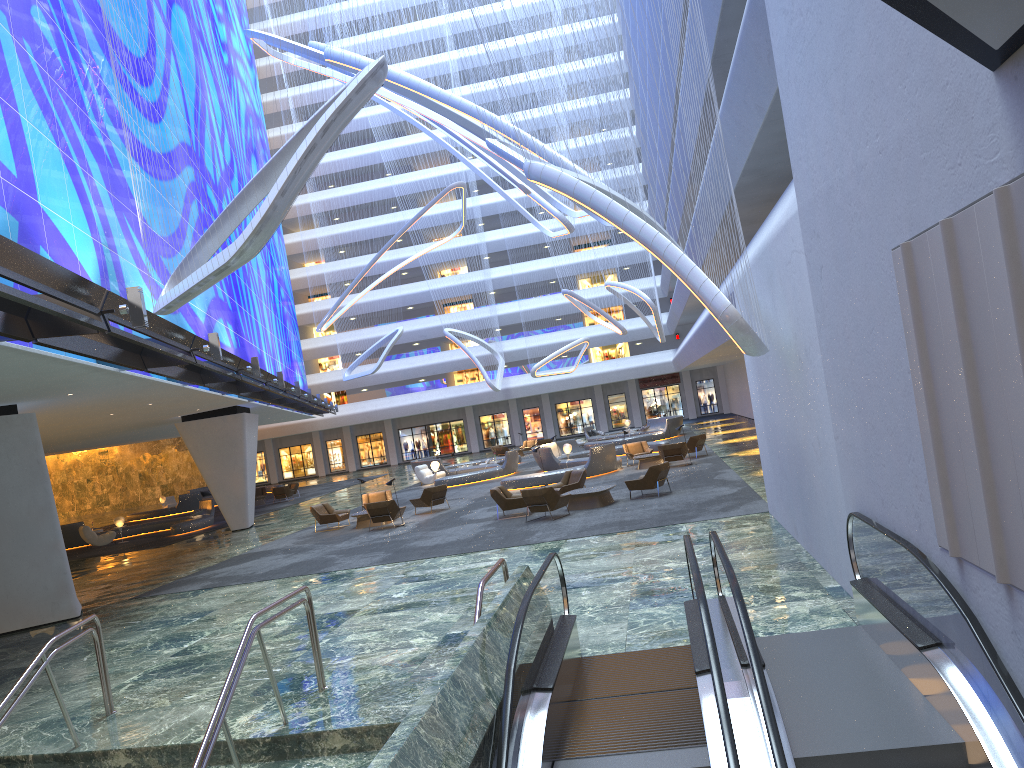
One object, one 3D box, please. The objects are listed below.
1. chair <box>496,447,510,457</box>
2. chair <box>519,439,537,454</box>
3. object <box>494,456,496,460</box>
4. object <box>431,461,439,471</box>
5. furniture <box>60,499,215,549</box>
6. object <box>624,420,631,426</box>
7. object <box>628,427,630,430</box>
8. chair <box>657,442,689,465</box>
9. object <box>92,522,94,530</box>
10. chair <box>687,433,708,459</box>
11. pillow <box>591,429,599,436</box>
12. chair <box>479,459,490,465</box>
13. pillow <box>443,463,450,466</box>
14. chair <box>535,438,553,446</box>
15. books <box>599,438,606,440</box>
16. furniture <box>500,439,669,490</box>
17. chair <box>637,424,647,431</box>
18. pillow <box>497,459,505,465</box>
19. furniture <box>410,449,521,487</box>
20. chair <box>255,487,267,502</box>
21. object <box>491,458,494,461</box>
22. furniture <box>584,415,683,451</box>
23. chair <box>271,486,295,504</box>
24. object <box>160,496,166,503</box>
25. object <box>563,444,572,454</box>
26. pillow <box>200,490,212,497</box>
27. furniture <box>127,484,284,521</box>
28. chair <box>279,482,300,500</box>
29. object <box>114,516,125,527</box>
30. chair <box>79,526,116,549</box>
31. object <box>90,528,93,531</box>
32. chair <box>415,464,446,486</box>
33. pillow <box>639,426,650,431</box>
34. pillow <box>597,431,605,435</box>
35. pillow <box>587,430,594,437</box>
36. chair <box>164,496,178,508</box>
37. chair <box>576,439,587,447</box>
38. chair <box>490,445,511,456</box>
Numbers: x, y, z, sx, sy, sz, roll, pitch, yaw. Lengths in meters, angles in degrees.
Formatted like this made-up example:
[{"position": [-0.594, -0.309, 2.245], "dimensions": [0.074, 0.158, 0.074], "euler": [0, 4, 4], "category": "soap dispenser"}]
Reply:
[{"position": [-0.308, 3.753, 48.058], "dimensions": [0.936, 0.766, 0.932], "euler": [-8, -1, -40], "category": "chair"}, {"position": [1.004, 3.639, 51.134], "dimensions": [0.931, 0.766, 0.937], "euler": [-10, -1, 27], "category": "chair"}, {"position": [-0.804, 3.440, 42.063], "dimensions": [0.066, 0.356, 0.077], "euler": [-9, 0, -24], "category": "object"}, {"position": [-3.254, 3.466, 37.571], "dimensions": [0.366, 0.387, 0.318], "euler": [-9, -1, -9], "category": "object"}, {"position": [-16.275, 5.788, 35.323], "dimensions": [9.948, 0.969, 5.176], "euler": [-10, -2, 26], "category": "furniture"}, {"position": [6.911, 2.324, 52.978], "dimensions": [0.366, 0.387, 0.318], "euler": [-9, -1, -9], "category": "object"}, {"position": [6.660, 2.548, 50.372], "dimensions": [0.130, 0.252, 0.103], "euler": [-9, 0, -8], "category": "object"}, {"position": [5.136, 2.244, 28.067], "dimensions": [0.930, 0.766, 0.938], "euler": [-9, -1, 15], "category": "chair"}, {"position": [-17.811, 6.041, 37.641], "dimensions": [0.076, 0.356, 0.066], "euler": [-9, 0, 1], "category": "object"}, {"position": [6.151, 2.153, 30.386], "dimensions": [0.941, 0.766, 0.927], "euler": [-10, -1, 42], "category": "chair"}, {"position": [4.779, 2.782, 51.125], "dimensions": [0.316, 0.386, 0.783], "euler": [-9, -1, 24], "category": "pillow"}, {"position": [-1.783, 3.940, 42.237], "dimensions": [1.781, 0.501, 0.587], "euler": [-8, -1, -27], "category": "chair"}, {"position": [-3.332, 3.991, 43.761], "dimensions": [0.442, 0.207, 0.446], "euler": [-8, -2, -30], "category": "pillow"}, {"position": [1.840, 3.448, 49.361], "dimensions": [0.928, 0.766, 0.940], "euler": [-9, -1, -13], "category": "chair"}, {"position": [4.694, 2.852, 46.153], "dimensions": [0.396, 0.039, 0.301], "euler": [-10, -2, 23], "category": "books"}, {"position": [2.381, 2.715, 33.195], "dimensions": [5.197, 0.969, 9.909], "euler": [-10, -2, 26], "category": "furniture"}, {"position": [7.475, 2.520, 48.742], "dimensions": [0.941, 0.766, 0.927], "euler": [-10, -1, 42], "category": "chair"}, {"position": [-0.184, 3.196, 36.700], "dimensions": [0.693, 0.262, 0.876], "euler": [-10, -2, 17], "category": "pillow"}, {"position": [-2.203, 3.658, 39.679], "dimensions": [5.185, 0.969, 9.930], "euler": [-9, -2, 1], "category": "furniture"}, {"position": [-12.914, 5.688, 45.007], "dimensions": [0.928, 0.766, 0.940], "euler": [-9, -1, -18], "category": "chair"}, {"position": [-0.919, 3.576, 41.993], "dimensions": [0.071, 0.118, 0.151], "euler": [-9, -1, 19], "category": "object"}, {"position": [6.454, 2.518, 47.764], "dimensions": [5.188, 0.969, 9.926], "euler": [-9, -2, 5], "category": "furniture"}, {"position": [-11.054, 5.316, 42.736], "dimensions": [0.930, 0.766, 0.938], "euler": [-9, -1, 7], "category": "chair"}, {"position": [-19.580, 6.480, 49.680], "dimensions": [0.367, 0.387, 0.317], "euler": [-9, -1, 16], "category": "object"}, {"position": [2.146, 2.490, 34.206], "dimensions": [0.367, 0.387, 0.317], "euler": [-9, -1, 16], "category": "object"}, {"position": [-18.721, 6.688, 54.174], "dimensions": [0.316, 0.386, 0.783], "euler": [-9, -1, 25], "category": "pillow"}, {"position": [-17.759, 6.528, 51.172], "dimensions": [5.197, 0.969, 9.909], "euler": [-10, -2, 26], "category": "furniture"}, {"position": [-11.247, 5.409, 44.691], "dimensions": [0.936, 0.766, 0.932], "euler": [-8, -1, -43], "category": "chair"}, {"position": [-14.848, 5.207, 33.524], "dimensions": [0.318, 0.387, 0.366], "euler": [-9, -1, 16], "category": "object"}, {"position": [-15.687, 5.715, 33.577], "dimensions": [1.154, 0.882, 0.731], "euler": [-8, -1, -37], "category": "chair"}, {"position": [-17.786, 6.152, 37.489], "dimensions": [0.152, 0.118, 0.071], "euler": [-10, -1, 44], "category": "object"}, {"position": [-3.529, 3.909, 38.418], "dimensions": [1.160, 0.882, 0.727], "euler": [-10, -1, 28], "category": "chair"}, {"position": [7.090, 2.363, 47.427], "dimensions": [0.691, 0.262, 0.879], "euler": [-8, -2, -29], "category": "pillow"}, {"position": [5.041, 2.841, 51.380], "dimensions": [0.683, 0.280, 0.876], "euler": [-8, -2, -44], "category": "pillow"}, {"position": [4.575, 2.840, 51.123], "dimensions": [0.295, 0.369, 0.768], "euler": [-9, -1, 21], "category": "pillow"}, {"position": [-19.470, 6.863, 50.590], "dimensions": [0.727, 0.882, 1.160], "euler": [-9, -1, -37], "category": "chair"}, {"position": [3.776, 3.229, 48.057], "dimensions": [0.588, 0.501, 0.489], "euler": [-10, -1, 43], "category": "chair"}, {"position": [-0.670, 3.900, 50.858], "dimensions": [0.927, 0.766, 0.941], "euler": [-8, -1, -38], "category": "chair"}]
